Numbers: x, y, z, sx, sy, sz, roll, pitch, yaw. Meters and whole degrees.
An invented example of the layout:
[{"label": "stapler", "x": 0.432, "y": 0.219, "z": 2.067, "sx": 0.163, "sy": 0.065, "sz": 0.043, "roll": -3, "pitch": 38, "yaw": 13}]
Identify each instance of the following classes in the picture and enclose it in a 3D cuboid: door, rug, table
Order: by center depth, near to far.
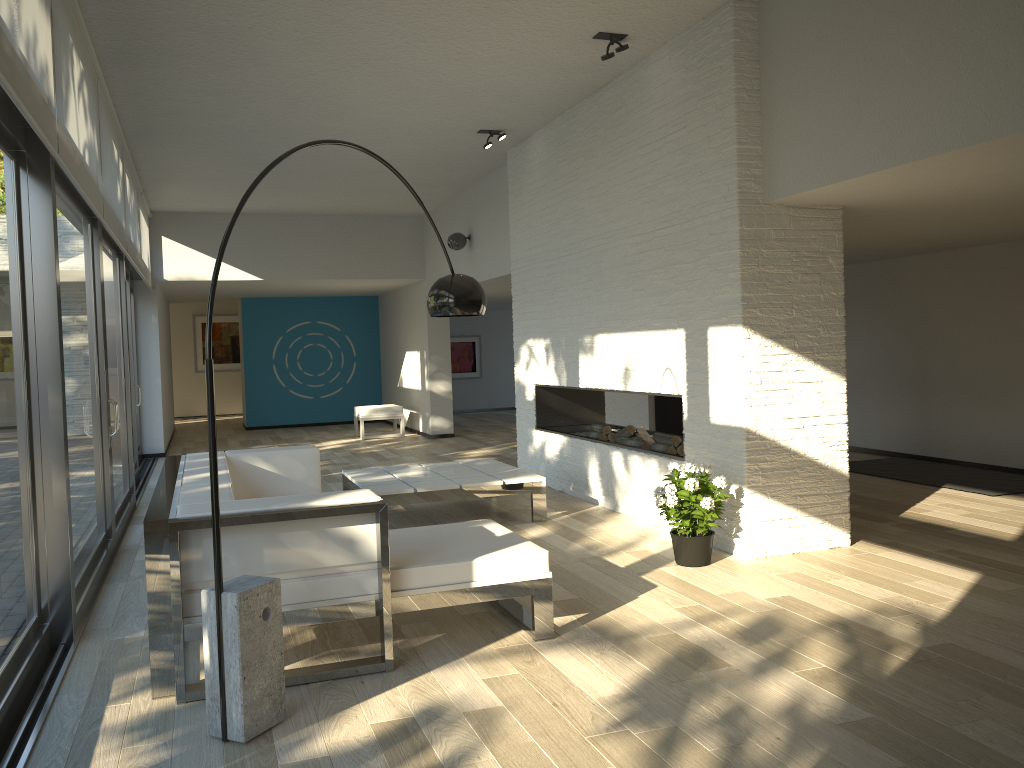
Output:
[{"label": "table", "x": -0.539, "y": 0.811, "z": 6.524, "sx": 1.220, "sy": 0.305, "sz": 1.220, "roll": -3, "pitch": 2, "yaw": -19}, {"label": "rug", "x": 3.636, "y": 0.765, "z": 7.565, "sx": 0.979, "sy": 0.011, "sz": 1.999, "roll": -3, "pitch": 2, "yaw": -19}, {"label": "door", "x": -2.361, "y": -0.035, "z": 7.598, "sx": 19.443, "sy": 2.373, "sz": 22.953, "roll": -3, "pitch": 2, "yaw": -19}, {"label": "door", "x": 2.066, "y": -0.265, "z": 10.445, "sx": 0.920, "sy": 1.947, "sz": 0.108, "roll": -3, "pitch": 2, "yaw": -19}]

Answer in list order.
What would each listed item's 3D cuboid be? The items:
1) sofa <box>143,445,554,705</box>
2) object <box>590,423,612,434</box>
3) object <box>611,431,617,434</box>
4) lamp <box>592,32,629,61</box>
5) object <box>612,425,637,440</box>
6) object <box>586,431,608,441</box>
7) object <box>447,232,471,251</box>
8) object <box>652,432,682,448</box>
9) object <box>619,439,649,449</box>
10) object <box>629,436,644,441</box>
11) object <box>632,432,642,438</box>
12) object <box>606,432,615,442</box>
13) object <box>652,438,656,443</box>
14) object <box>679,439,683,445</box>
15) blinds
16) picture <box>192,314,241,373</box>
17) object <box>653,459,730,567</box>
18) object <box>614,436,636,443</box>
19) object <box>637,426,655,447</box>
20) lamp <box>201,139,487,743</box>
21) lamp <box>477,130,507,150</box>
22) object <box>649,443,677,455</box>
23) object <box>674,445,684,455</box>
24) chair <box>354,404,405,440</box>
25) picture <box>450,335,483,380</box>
[{"label": "sofa", "x": -0.935, "y": 0.736, "z": 4.456, "sx": 1.546, "sy": 0.654, "sz": 2.404, "roll": -3, "pitch": 2, "yaw": -19}, {"label": "object", "x": 0.731, "y": 0.367, "z": 7.303, "sx": 0.082, "sy": 0.073, "sz": 0.237, "roll": -3, "pitch": 2, "yaw": -20}, {"label": "object", "x": 0.840, "y": 0.425, "z": 7.342, "sx": 0.082, "sy": 0.073, "sz": 0.237, "roll": -3, "pitch": 2, "yaw": -20}, {"label": "lamp", "x": 0.605, "y": -2.008, "z": 5.326, "sx": 0.234, "sy": 0.153, "sz": 0.135, "roll": -3, "pitch": 2, "yaw": -19}, {"label": "object", "x": 0.873, "y": 0.394, "z": 6.892, "sx": 0.093, "sy": 0.170, "sz": 0.272, "roll": -3, "pitch": 2, "yaw": -21}, {"label": "object", "x": 0.696, "y": 0.432, "z": 7.294, "sx": 0.075, "sy": 0.074, "sz": 0.246, "roll": -3, "pitch": 2, "yaw": -21}, {"label": "object", "x": -0.578, "y": -1.615, "z": 10.054, "sx": 0.315, "sy": 0.203, "sz": 0.201, "roll": -3, "pitch": 2, "yaw": -19}, {"label": "object", "x": 1.093, "y": 0.394, "z": 6.261, "sx": 0.093, "sy": 0.088, "sz": 0.260, "roll": -3, "pitch": 2, "yaw": -21}, {"label": "object", "x": 0.902, "y": 0.453, "z": 6.594, "sx": 0.075, "sy": 0.074, "sz": 0.245, "roll": -4, "pitch": 3, "yaw": -41}, {"label": "object", "x": 0.947, "y": 0.444, "z": 6.799, "sx": 0.076, "sy": 0.076, "sz": 0.236, "roll": -3, "pitch": 2, "yaw": -21}, {"label": "object", "x": 0.974, "y": 0.399, "z": 6.844, "sx": 0.064, "sy": 0.060, "sz": 0.229, "roll": -3, "pitch": 2, "yaw": -18}, {"label": "object", "x": 0.769, "y": 0.429, "z": 7.306, "sx": 0.076, "sy": 0.076, "sz": 0.236, "roll": -3, "pitch": 2, "yaw": -21}, {"label": "object", "x": 1.018, "y": 0.440, "z": 6.835, "sx": 0.082, "sy": 0.073, "sz": 0.237, "roll": -3, "pitch": 2, "yaw": -20}, {"label": "object", "x": 1.162, "y": 0.414, "z": 6.307, "sx": 0.064, "sy": 0.060, "sz": 0.229, "roll": -3, "pitch": 2, "yaw": -18}, {"label": "blinds", "x": -2.574, "y": -1.486, "z": 5.544, "sx": 0.056, "sy": 0.983, "sz": 11.532, "roll": -3, "pitch": 2, "yaw": -19}, {"label": "picture", "x": -5.819, "y": -0.845, "z": 18.230, "sx": 1.378, "sy": 1.190, "sz": 0.017, "roll": -3, "pitch": 2, "yaw": -19}, {"label": "object", "x": 0.981, "y": 0.699, "z": 4.843, "sx": 0.405, "sy": 0.571, "sz": 0.431, "roll": -2, "pitch": 2, "yaw": 3}, {"label": "object", "x": 0.874, "y": 0.447, "z": 6.787, "sx": 0.075, "sy": 0.074, "sz": 0.246, "roll": -3, "pitch": 2, "yaw": -21}, {"label": "object", "x": 1.014, "y": 0.401, "z": 6.644, "sx": 0.064, "sy": 0.165, "sz": 0.225, "roll": -3, "pitch": 2, "yaw": -20}, {"label": "lamp", "x": -0.536, "y": 0.066, "z": 3.533, "sx": 0.282, "sy": 2.023, "sz": 1.754, "roll": -1, "pitch": 2, "yaw": 23}, {"label": "lamp", "x": -0.163, "y": -2.069, "z": 7.516, "sx": 0.234, "sy": 0.153, "sz": 0.135, "roll": -3, "pitch": 2, "yaw": -19}, {"label": "object", "x": 1.062, "y": 0.462, "z": 6.249, "sx": 0.075, "sy": 0.074, "sz": 0.246, "roll": -3, "pitch": 2, "yaw": -21}, {"label": "object", "x": 1.135, "y": 0.459, "z": 6.261, "sx": 0.076, "sy": 0.076, "sz": 0.236, "roll": -3, "pitch": 2, "yaw": -21}, {"label": "chair", "x": -1.919, "y": 0.540, "z": 12.778, "sx": 0.611, "sy": 0.442, "sz": 0.610, "roll": -3, "pitch": 2, "yaw": -19}, {"label": "picture", "x": -1.035, "y": -0.505, "z": 16.991, "sx": 0.959, "sy": 0.828, "sz": 0.017, "roll": -3, "pitch": 2, "yaw": -19}]
